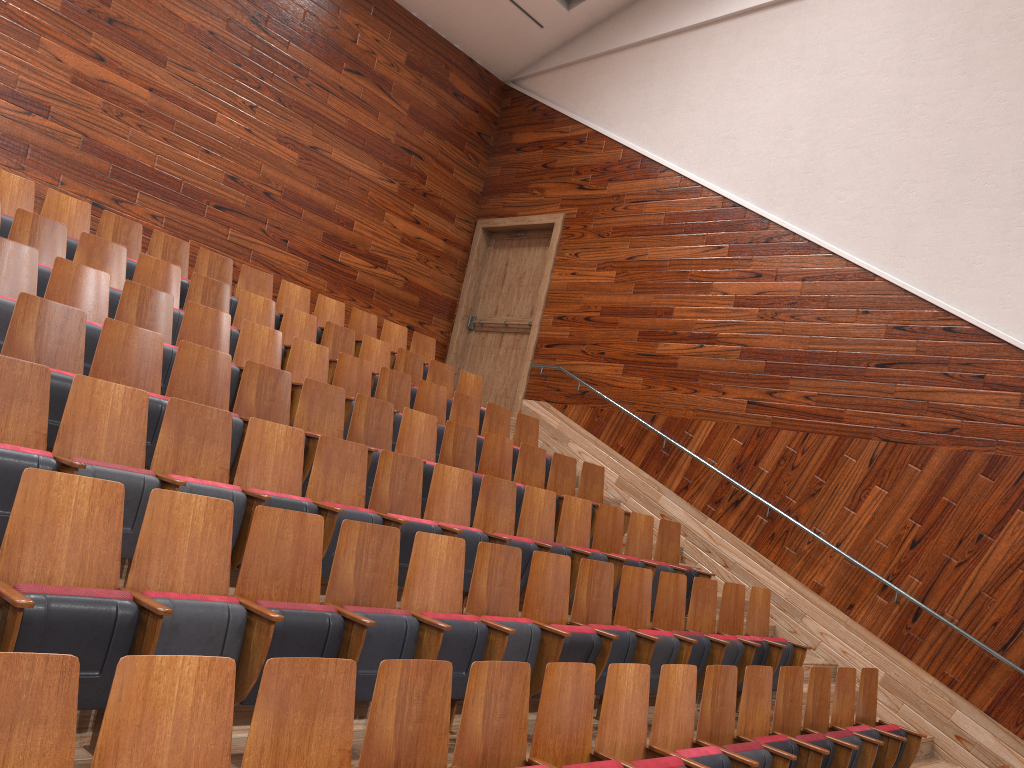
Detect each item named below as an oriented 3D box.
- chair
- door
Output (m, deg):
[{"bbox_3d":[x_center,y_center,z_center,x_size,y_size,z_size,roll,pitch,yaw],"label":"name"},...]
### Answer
[{"bbox_3d":[-0.228,0.021,0.194,0.762,0.371,1.205,7,-9,43],"label":"chair"},{"bbox_3d":[-0.010,-0.077,1.043,0.138,0.239,0.025,11,-1,43],"label":"door"}]
